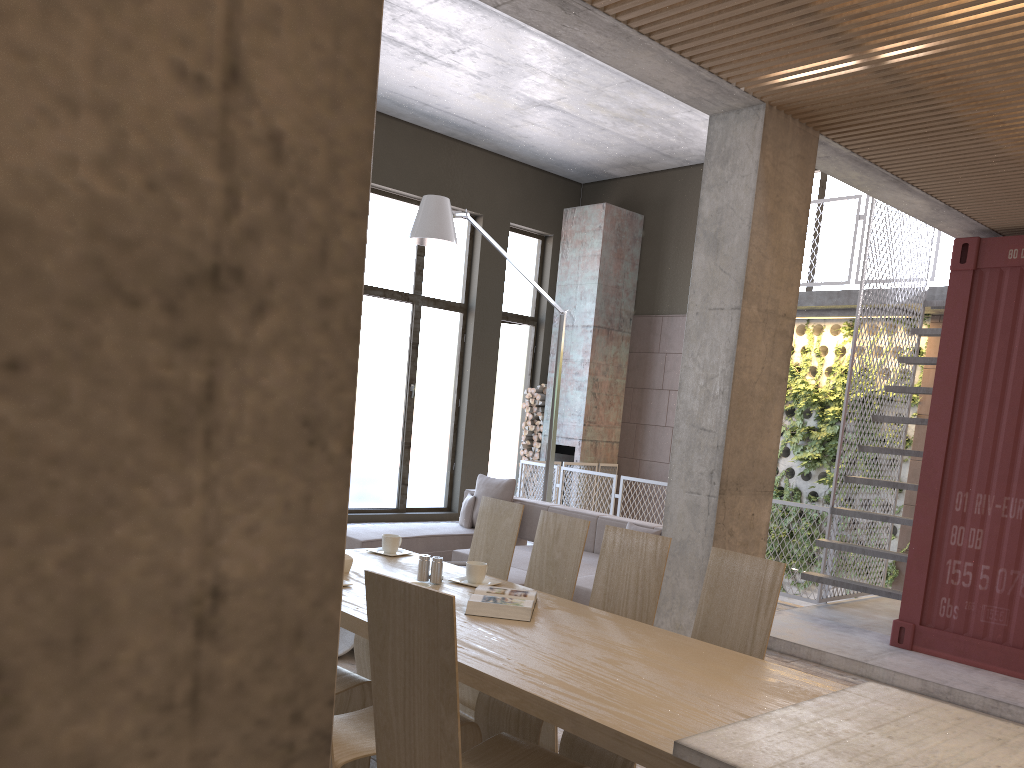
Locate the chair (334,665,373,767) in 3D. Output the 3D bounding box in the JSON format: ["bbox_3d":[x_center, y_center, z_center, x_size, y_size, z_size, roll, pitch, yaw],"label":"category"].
[{"bbox_3d":[-0.873,1.092,3.275,0.344,1.210,0.722,11,7,43],"label":"chair"}]

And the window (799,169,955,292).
[{"bbox_3d":[4.468,-1.790,10.005,0.110,1.769,3.527,-1,4,-43],"label":"window"}]

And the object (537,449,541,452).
[{"bbox_3d":[0.480,0.988,12.968,0.251,0.048,0.062,7,0,-43],"label":"object"}]

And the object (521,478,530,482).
[{"bbox_3d":[0.315,1.462,13.250,0.481,0.085,0.092,7,1,-43],"label":"object"}]

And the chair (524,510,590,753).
[{"bbox_3d":[-0.087,1.186,3.995,0.723,1.210,0.343,2,7,-37],"label":"chair"}]

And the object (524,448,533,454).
[{"bbox_3d":[0.374,1.027,13.268,0.456,0.090,0.089,6,1,-41],"label":"object"}]

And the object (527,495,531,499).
[{"bbox_3d":[0.407,1.707,13.221,0.424,0.068,0.066,7,1,-41],"label":"object"}]

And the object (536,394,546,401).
[{"bbox_3d":[0.545,0.213,12.980,0.438,0.094,0.092,6,1,-43],"label":"object"}]

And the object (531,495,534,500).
[{"bbox_3d":[0.461,1.708,13.162,0.424,0.068,0.066,7,1,-41],"label":"object"}]

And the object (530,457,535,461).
[{"bbox_3d":[0.409,1.124,13.189,0.360,0.075,0.063,7,2,-44],"label":"object"}]

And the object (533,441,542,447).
[{"bbox_3d":[0.509,0.910,13.103,0.438,0.094,0.091,6,1,-41],"label":"object"}]

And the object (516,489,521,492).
[{"bbox_3d":[0.240,1.628,13.377,0.364,0.068,0.120,7,-1,-43],"label":"object"}]

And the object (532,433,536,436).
[{"bbox_3d":[0.448,0.769,13.139,0.360,0.075,0.063,6,2,-41],"label":"object"}]

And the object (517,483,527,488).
[{"bbox_3d":[0.280,1.542,13.329,0.456,0.090,0.089,6,1,-40],"label":"object"}]

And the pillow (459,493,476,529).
[{"bbox_3d":[-0.440,1.287,8.813,0.151,0.381,0.364,4,3,-9],"label":"pillow"}]

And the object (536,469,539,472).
[{"bbox_3d":[0.539,1.301,13.101,0.436,0.080,0.113,7,0,-43],"label":"object"}]

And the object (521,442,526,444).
[{"bbox_3d":[0.306,0.909,13.291,0.364,0.068,0.120,7,-1,-43],"label":"object"}]

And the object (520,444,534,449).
[{"bbox_3d":[0.299,0.947,13.193,0.424,0.073,0.070,7,1,-41],"label":"object"}]

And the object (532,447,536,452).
[{"bbox_3d":[0.472,0.989,13.135,0.424,0.068,0.066,7,1,-41],"label":"object"}]

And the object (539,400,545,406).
[{"bbox_3d":[0.570,0.294,12.964,0.424,0.068,0.065,7,1,-43],"label":"object"}]

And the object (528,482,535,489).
[{"bbox_3d":[0.382,1.522,13.143,0.295,0.108,0.097,6,2,-43],"label":"object"}]

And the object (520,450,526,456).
[{"bbox_3d":[0.310,1.053,13.332,0.438,0.093,0.090,6,1,-41],"label":"object"}]

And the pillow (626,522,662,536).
[{"bbox_3d":[1.035,1.348,7.278,0.187,0.363,0.366,1,5,-43],"label":"pillow"}]

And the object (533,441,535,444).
[{"bbox_3d":[0.478,0.894,13.175,0.364,0.088,0.100,6,1,-41],"label":"object"}]

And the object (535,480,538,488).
[{"bbox_3d":[0.497,1.490,13.064,0.365,0.127,0.063,6,3,-41],"label":"object"}]

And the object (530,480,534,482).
[{"bbox_3d":[0.408,1.448,13.159,0.333,0.057,0.088,7,0,-41],"label":"object"}]

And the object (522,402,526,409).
[{"bbox_3d":[0.333,0.340,13.204,0.438,0.093,0.090,6,1,-43],"label":"object"}]

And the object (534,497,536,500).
[{"bbox_3d":[0.414,1.706,13.054,0.251,0.048,0.062,7,0,-43],"label":"object"}]

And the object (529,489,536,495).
[{"bbox_3d":[0.444,1.629,13.189,0.438,0.094,0.091,6,1,-41],"label":"object"}]

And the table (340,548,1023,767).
[{"bbox_3d":[0.715,1.356,2.479,1.014,0.933,5.131,3,0,-43],"label":"table"}]

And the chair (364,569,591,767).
[{"bbox_3d":[-0.091,1.146,2.634,0.344,1.210,0.722,11,7,42],"label":"chair"}]

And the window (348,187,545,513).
[{"bbox_3d":[-3.051,-0.519,10.256,9.232,4.222,0.206,5,5,-44],"label":"window"}]

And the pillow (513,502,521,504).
[{"bbox_3d":[-0.122,1.278,8.358,0.374,0.377,0.168,6,5,21],"label":"pillow"}]

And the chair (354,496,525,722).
[{"bbox_3d":[-0.379,1.170,4.406,0.723,1.210,0.343,2,7,-39],"label":"chair"}]

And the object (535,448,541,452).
[{"bbox_3d":[0.526,0.990,13.076,0.424,0.068,0.066,7,1,-41],"label":"object"}]

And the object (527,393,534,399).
[{"bbox_3d":[0.415,0.192,13.099,0.436,0.081,0.111,7,0,-43],"label":"object"}]

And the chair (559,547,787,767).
[{"bbox_3d":[0.574,1.225,3.243,0.723,1.210,0.343,2,7,-37],"label":"chair"}]

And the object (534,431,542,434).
[{"bbox_3d":[0.473,0.730,13.073,0.333,0.057,0.088,7,0,-41],"label":"object"}]

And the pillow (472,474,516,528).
[{"bbox_3d":[-0.209,1.173,8.604,0.221,0.564,0.556,0,5,-40],"label":"pillow"}]

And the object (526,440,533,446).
[{"bbox_3d":[0.400,0.901,13.244,0.436,0.080,0.113,6,0,-41],"label":"object"}]

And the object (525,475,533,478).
[{"bbox_3d":[0.384,1.394,13.209,0.436,0.080,0.113,7,0,-43],"label":"object"}]

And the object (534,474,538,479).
[{"bbox_3d":[0.519,1.380,13.089,0.481,0.085,0.092,6,1,-41],"label":"object"}]

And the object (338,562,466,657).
[{"bbox_3d":[-0.849,1.495,6.008,1.602,0.509,1.032,6,0,-24],"label":"object"}]

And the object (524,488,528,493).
[{"bbox_3d":[0.335,1.620,13.330,0.436,0.080,0.113,6,0,-41],"label":"object"}]

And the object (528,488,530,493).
[{"bbox_3d":[0.412,1.612,13.261,0.364,0.088,0.100,6,1,-41],"label":"object"}]

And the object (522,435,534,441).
[{"bbox_3d":[0.346,0.823,13.243,0.456,0.090,0.089,6,1,-40],"label":"object"}]

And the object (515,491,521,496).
[{"bbox_3d":[0.234,1.665,13.279,0.424,0.073,0.070,7,1,-41],"label":"object"}]

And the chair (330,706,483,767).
[{"bbox_3d":[-0.474,1.120,2.961,0.722,1.210,0.344,1,7,-42],"label":"chair"}]

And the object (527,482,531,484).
[{"bbox_3d":[0.383,1.488,13.225,0.360,0.075,0.063,6,2,-41],"label":"object"}]

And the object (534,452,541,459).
[{"bbox_3d":[0.468,1.063,12.983,0.293,0.104,0.099,6,2,-43],"label":"object"}]

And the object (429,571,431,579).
[{"bbox_3d":[-0.350,0.836,3.857,0.051,0.046,0.050,4,2,-24],"label":"object"}]

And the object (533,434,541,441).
[{"bbox_3d":[0.448,0.803,13.057,0.295,0.108,0.097,6,2,-43],"label":"object"}]

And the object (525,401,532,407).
[{"bbox_3d":[0.391,0.318,13.135,0.456,0.090,0.090,7,1,-43],"label":"object"}]

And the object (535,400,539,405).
[{"bbox_3d":[0.516,0.291,13.023,0.424,0.067,0.066,7,1,-43],"label":"object"}]

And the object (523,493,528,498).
[{"bbox_3d":[0.355,1.694,13.274,0.481,0.085,0.092,6,1,-41],"label":"object"}]

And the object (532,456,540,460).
[{"bbox_3d":[0.476,1.114,13.110,0.365,0.068,0.120,6,0,-41],"label":"object"}]

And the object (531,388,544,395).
[{"bbox_3d":[0.420,0.122,13.026,0.293,0.104,0.102,6,2,-43],"label":"object"}]

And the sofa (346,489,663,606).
[{"bbox_3d":[-0.392,1.435,7.244,3.021,0.794,2.965,6,-1,-42],"label":"sofa"}]

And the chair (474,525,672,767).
[{"bbox_3d":[0.240,1.205,3.616,0.722,1.210,0.344,1,8,-45],"label":"chair"}]
